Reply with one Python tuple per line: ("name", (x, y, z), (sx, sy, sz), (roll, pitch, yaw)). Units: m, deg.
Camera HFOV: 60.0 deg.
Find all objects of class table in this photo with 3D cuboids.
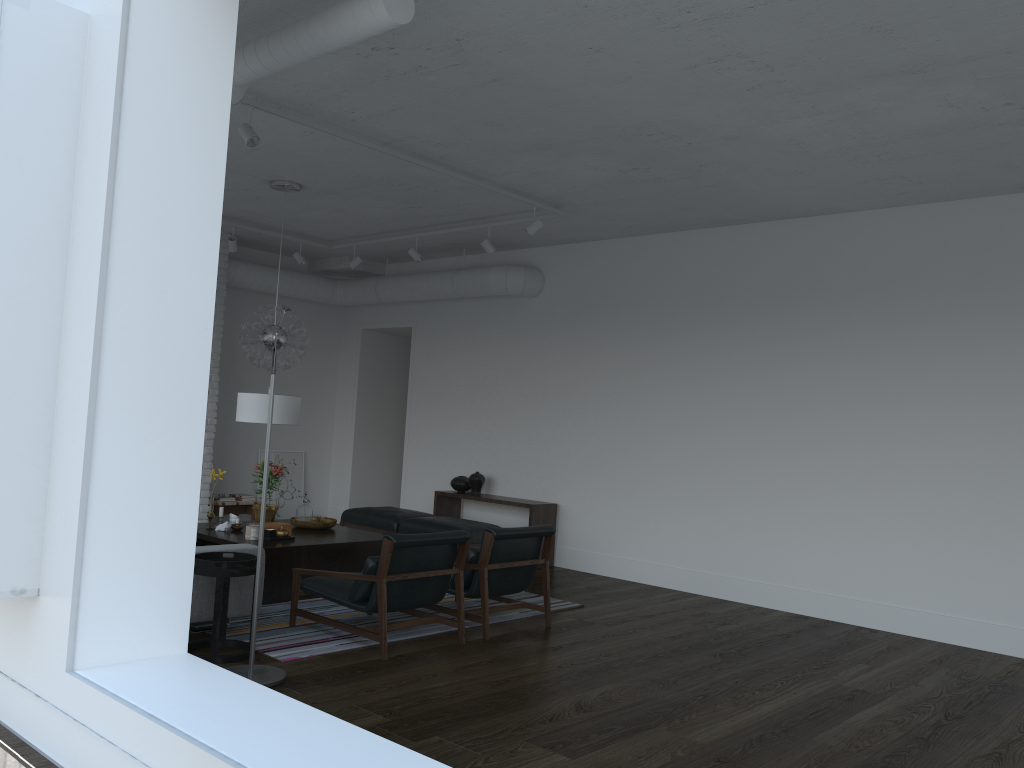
("table", (-1.822, 1.368, 7.042), (1.362, 0.394, 1.306), (1, -4, 42))
("table", (-0.204, 1.461, 9.040), (1.362, 0.617, 0.375), (1, -4, 42))
("table", (-3.126, 1.455, 9.797), (0.405, 0.345, 0.605), (1, -4, 42))
("table", (-1.602, 1.221, 4.890), (0.379, 0.536, 0.379), (5, -3, -31))

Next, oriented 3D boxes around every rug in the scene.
("rug", (-1.747, 1.577, 7.077), (3.760, 0.012, 2.735), (1, -4, 42))

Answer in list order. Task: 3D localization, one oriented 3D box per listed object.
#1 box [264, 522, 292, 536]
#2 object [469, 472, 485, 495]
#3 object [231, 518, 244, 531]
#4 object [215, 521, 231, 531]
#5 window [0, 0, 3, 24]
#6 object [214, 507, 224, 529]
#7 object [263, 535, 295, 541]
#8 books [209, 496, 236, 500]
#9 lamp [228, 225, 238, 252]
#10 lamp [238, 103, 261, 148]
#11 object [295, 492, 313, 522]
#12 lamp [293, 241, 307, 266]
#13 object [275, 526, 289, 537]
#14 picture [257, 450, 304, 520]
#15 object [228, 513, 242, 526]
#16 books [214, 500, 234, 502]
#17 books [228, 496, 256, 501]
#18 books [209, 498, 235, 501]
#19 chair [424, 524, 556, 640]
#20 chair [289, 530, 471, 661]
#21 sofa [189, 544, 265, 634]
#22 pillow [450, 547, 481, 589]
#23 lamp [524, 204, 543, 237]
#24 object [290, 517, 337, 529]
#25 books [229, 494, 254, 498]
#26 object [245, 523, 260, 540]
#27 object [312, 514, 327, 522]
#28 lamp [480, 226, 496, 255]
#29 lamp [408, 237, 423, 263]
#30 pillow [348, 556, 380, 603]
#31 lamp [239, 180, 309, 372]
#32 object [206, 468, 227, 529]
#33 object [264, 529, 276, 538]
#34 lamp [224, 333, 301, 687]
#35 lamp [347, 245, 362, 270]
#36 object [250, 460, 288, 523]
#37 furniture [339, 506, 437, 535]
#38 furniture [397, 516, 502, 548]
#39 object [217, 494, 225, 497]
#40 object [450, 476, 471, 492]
("box", (-1.837, 1.108, 6.732), (0.169, 0.093, 0.294), (1, -4, 42))
("object", (-0.368, 1.034, 9.271), (0.171, 0.236, 0.171), (6, -4, -43))
("object", (-2.150, 1.097, 6.946), (0.102, 0.098, 0.102), (4, -3, -9))
("object", (-2.236, 1.103, 6.872), (0.124, 0.078, 0.069), (2, -3, 24))
("window", (-3.724, -0.414, 4.850), (4.566, 2.340, 0.107), (1, -4, 42))
("object", (-2.301, 1.052, 7.009), (0.098, 0.174, 0.098), (2, -3, 36))
("object", (-1.741, 1.143, 6.585), (0.130, 0.023, 0.214), (1, -4, 42))
("books", (-3.193, 1.246, 9.717), (0.280, 0.019, 0.202), (1, -3, 40))
("lamp", (-2.757, -1.445, 8.750), (0.097, 0.285, 0.154), (4, -3, -8))
("lamp", (-1.548, -1.532, 5.230), (0.154, 0.285, 0.095), (2, -3, 35))
("object", (-1.728, 1.046, 7.390), (0.143, 0.288, 0.143), (3, -3, 13))
("lamp", (-2.230, -1.384, 9.337), (0.154, 0.285, 0.093), (3, -3, 20))
("object", (-1.717, 1.100, 6.611), (0.103, 0.077, 0.103), (3, -3, 14))
("picture", (-2.769, 1.239, 10.628), (0.093, 0.884, 0.637), (1, -4, 42))
("object", (-2.221, 1.090, 7.093), (0.121, 0.113, 0.124), (5, -3, -29))
("books", (-3.192, 1.271, 9.719), (0.273, 0.011, 0.172), (1, -4, 41))
("books", (-3.022, 1.280, 9.929), (0.267, 0.032, 0.185), (1, -3, 40))
("books", (-3.185, 1.260, 9.710), (0.306, 0.011, 0.171), (1, -4, 41))
("chair", (-0.283, 1.284, 6.176), (0.983, 0.698, 0.678), (1, -4, 42))
("chair", (-0.841, 1.219, 5.548), (0.983, 0.698, 0.678), (1, -4, 42))
("sofa", (-2.755, 1.117, 5.823), (2.541, 0.684, 0.991), (1, -4, 42))
("pillow", (-0.138, 1.240, 6.043), (0.246, 0.293, 0.612), (1, -4, 42))
("lamp", (0.180, -1.332, 7.172), (0.154, 0.285, 0.088), (4, -3, -3))
("object", (-1.660, 1.163, 7.417), (0.383, 0.068, 0.383), (4, -3, -6))
("books", (-3.027, 1.252, 9.935), (0.238, 0.025, 0.173), (1, -3, 40))
("object", (-1.899, 1.083, 6.518), (0.117, 0.116, 0.106), (3, -3, 21))
("object", (-1.632, 1.153, 7.475), (0.085, 0.089, 0.195), (6, -3, -39))
("lamp", (-0.210, -1.316, 8.052), (0.154, 0.285, 0.100), (5, -3, -25))
("lamp", (-0.944, -1.331, 8.709), (0.154, 0.285, 0.094), (3, -3, 15))
("pillow", (-0.696, 1.175, 5.416), (0.246, 0.293, 0.612), (1, -4, 42))
("lamp", (-1.918, -0.876, 7.287), (0.552, 1.546, 0.552), (2, -3, 29))
("object", (-2.322, 0.899, 6.952), (0.121, 0.470, 0.120), (5, -3, -32))
("object", (-1.790, 1.104, 6.559), (0.058, 0.055, 0.058), (1, -4, 42))
("lamp", (-1.518, 0.641, 5.343), (0.432, 1.738, 2.162), (4, -3, -14))
("lamp", (-1.652, -1.346, 9.354), (0.154, 0.285, 0.104), (4, -3, -8))
("object", (-1.990, 0.889, 7.211), (0.275, 0.558, 0.284), (3, -3, 4))
("furniture", (-1.187, 1.449, 8.602), (0.828, 0.478, 0.584), (1, -4, 42))
("furniture", (-0.551, 1.464, 8.035), (0.827, 0.476, 0.583), (1, -4, 42))
("object", (-3.209, 1.217, 9.711), (0.093, 0.038, 0.134), (3, -3, 9))
("object", (-0.534, 1.065, 9.433), (0.245, 0.168, 0.245), (2, -3, 33))
